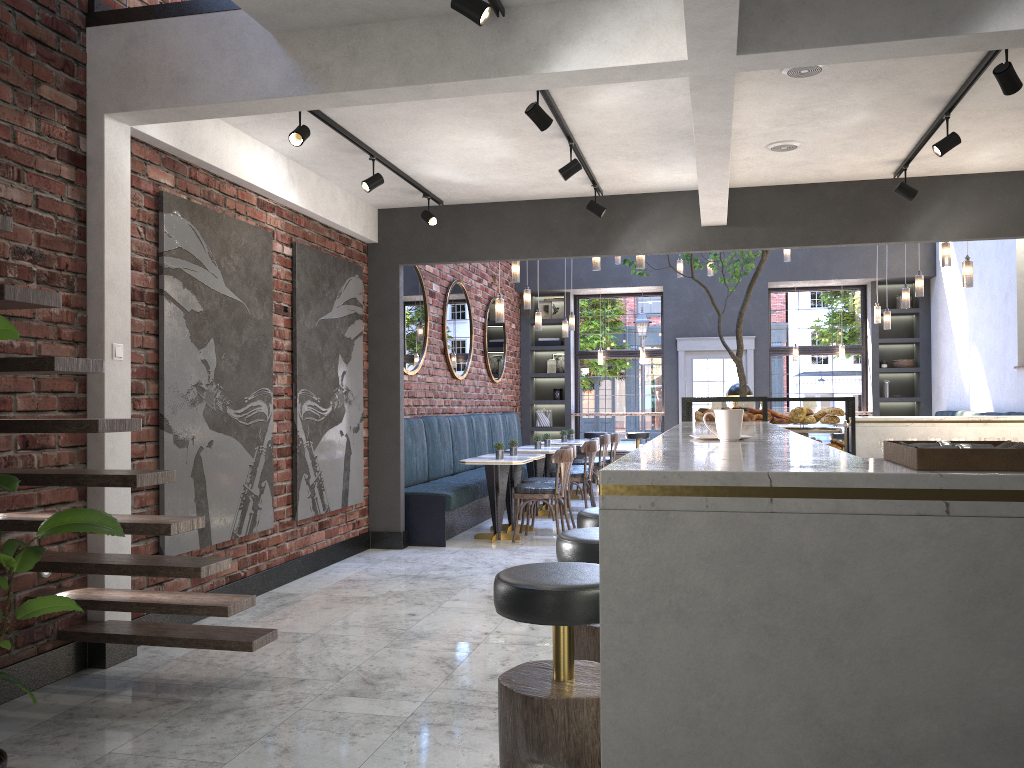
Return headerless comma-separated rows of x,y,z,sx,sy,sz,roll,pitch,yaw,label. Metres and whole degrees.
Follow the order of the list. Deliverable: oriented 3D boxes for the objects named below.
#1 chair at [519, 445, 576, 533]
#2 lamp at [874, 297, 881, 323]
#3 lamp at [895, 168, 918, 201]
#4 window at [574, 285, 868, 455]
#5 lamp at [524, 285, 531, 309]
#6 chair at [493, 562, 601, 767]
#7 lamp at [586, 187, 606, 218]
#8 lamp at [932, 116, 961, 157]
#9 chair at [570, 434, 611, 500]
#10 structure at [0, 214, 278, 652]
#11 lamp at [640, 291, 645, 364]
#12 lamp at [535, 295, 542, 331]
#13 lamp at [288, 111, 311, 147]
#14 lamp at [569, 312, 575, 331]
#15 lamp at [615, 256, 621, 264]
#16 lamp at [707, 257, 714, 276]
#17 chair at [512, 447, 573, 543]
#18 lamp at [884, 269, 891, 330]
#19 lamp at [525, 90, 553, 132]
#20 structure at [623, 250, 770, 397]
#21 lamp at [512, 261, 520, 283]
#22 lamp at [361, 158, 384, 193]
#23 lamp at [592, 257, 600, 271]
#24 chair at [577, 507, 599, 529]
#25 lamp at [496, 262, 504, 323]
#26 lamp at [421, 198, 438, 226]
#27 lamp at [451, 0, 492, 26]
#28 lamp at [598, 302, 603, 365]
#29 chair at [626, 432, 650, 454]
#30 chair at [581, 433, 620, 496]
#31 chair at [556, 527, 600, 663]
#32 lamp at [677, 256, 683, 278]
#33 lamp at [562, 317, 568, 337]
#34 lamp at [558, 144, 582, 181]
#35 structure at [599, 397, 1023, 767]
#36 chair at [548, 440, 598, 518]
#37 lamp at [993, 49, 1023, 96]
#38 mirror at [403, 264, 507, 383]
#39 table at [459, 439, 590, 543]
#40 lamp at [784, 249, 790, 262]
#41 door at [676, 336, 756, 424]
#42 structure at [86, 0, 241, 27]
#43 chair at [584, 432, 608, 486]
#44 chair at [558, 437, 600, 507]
0.376,1.033,8.798,0.521,0.851,0.538,-1,-1,14,chair
4.736,-2.843,11.549,0.078,4.104,0.078,0,-1,-2,lamp
2.855,-1.441,6.416,0.157,0.235,0.087,-1,-1,7,lamp
1.756,-1.703,7.772,6.405,5.364,12.711,-1,-1,13,window
0.159,-2.903,10.092,0.078,4.104,0.078,-1,-1,20,lamp
0.140,0.909,2.343,0.370,0.821,0.372,-1,-1,43,chair
0.658,-1.415,6.923,0.157,0.238,0.087,-1,-1,7,lamp
2.575,-1.464,5.255,0.157,0.235,0.087,-1,-1,7,lamp
1.040,1.093,11.705,0.521,0.851,0.538,-1,-1,14,chair
-1.930,-0.259,2.790,1.000,2.845,3.030,-1,-1,13,structure
2.023,-1.025,13.760,0.078,1.429,0.078,0,-1,-25,lamp
0.305,-2.697,10.717,0.078,4.104,0.078,-1,-1,20,lamp
-1.196,-1.443,4.989,0.087,0.235,0.157,-1,-1,7,lamp
0.825,-2.797,12.398,0.078,4.104,0.078,0,-1,-2,lamp
1.327,-3.575,11.258,0.078,4.104,0.078,0,-1,-2,lamp
2.663,-3.512,11.982,0.078,4.104,0.078,0,-1,-2,lamp
0.305,1.021,8.221,0.521,0.851,0.538,-1,-1,14,chair
4.587,-2.723,10.899,0.078,4.104,0.078,0,-1,-2,lamp
0.142,-1.461,4.691,0.157,0.238,0.087,0,-1,-38,lamp
2.338,-1.538,9.027,2.806,5.988,3.745,0,-1,-34,structure
0.024,-3.073,8.932,0.078,4.104,0.078,0,-1,-2,lamp
-0.952,-1.423,6.063,0.157,0.238,0.087,0,-1,-38,lamp
0.834,-3.193,8.933,0.078,4.104,0.078,-1,-1,43,lamp
0.459,0.937,3.692,0.370,0.821,0.372,-1,-1,22,chair
-0.127,-2.624,8.259,0.078,4.104,0.078,0,-1,-2,lamp
-0.674,-1.397,7.227,0.087,0.235,0.157,0,-1,-36,lamp
-0.157,-1.488,3.389,0.157,0.238,0.087,-1,-1,7,lamp
1.382,-1.017,13.908,0.078,1.429,0.078,-1,-1,43,lamp
1.916,1.144,13.489,0.372,0.821,0.370,0,-1,-24,chair
1.237,1.104,12.255,0.521,0.851,0.497,-1,-1,12,chair
0.340,0.923,3.046,0.370,0.821,0.372,0,-1,-34,chair
2.152,-3.429,11.455,0.078,4.104,0.078,0,-1,-2,lamp
0.697,-2.675,11.838,0.078,4.104,0.078,0,-1,-2,lamp
0.378,-1.439,5.761,0.157,0.238,0.087,-1,-1,7,lamp
2.365,0.691,4.031,3.205,1.300,5.806,-1,-1,13,structure
0.705,1.057,9.956,0.521,0.851,0.538,-1,-1,14,chair
2.339,-1.486,4.185,0.157,0.235,0.087,0,-1,-38,lamp
-0.626,-0.806,10.586,0.036,1.510,4.774,-1,-1,13,mirror
2.284,1.096,9.897,4.599,0.751,4.831,-1,-1,13,table
3.456,-3.596,11.212,0.078,4.104,0.078,0,-1,-2,lamp
2.989,0.426,12.982,1.132,2.219,0.152,-1,-1,13,door
0.898,-2.267,4.019,6.000,1.125,6.783,-1,-1,13,structure
1.291,1.152,13.656,0.370,0.821,0.372,0,-1,-24,chair
0.785,1.070,10.585,0.521,0.851,0.538,-1,-1,7,chair
